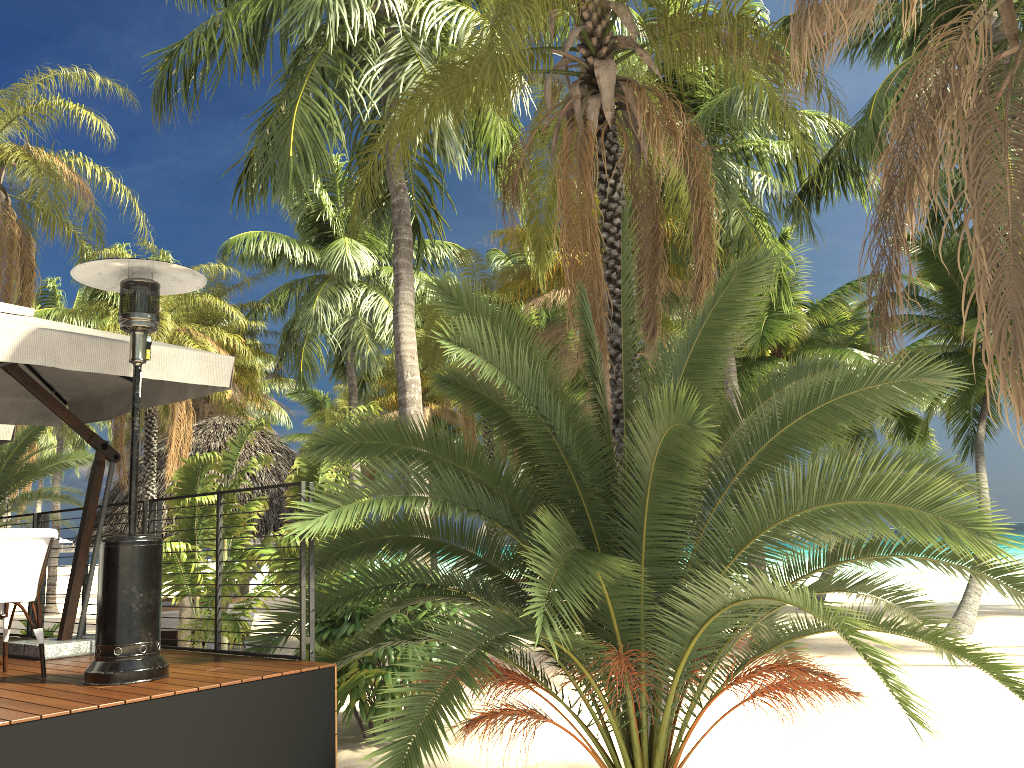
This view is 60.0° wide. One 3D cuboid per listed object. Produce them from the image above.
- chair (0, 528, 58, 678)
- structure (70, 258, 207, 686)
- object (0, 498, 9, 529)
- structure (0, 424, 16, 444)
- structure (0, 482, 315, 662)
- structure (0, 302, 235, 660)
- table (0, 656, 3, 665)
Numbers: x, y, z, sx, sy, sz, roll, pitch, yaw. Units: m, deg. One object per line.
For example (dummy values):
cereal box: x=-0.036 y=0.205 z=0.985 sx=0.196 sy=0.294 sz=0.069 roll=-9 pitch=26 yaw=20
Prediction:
chair: x=-2.824 y=1.188 z=4.764 sx=0.615 sy=0.791 sz=0.626 roll=-11 pitch=-13 yaw=39
structure: x=-2.018 y=0.428 z=4.735 sx=0.698 sy=2.200 sz=0.697 roll=-8 pitch=-12 yaw=26
object: x=-3.347 y=0.847 z=5.532 sx=0.263 sy=0.265 sz=0.262 roll=-2 pitch=-10 yaw=-6
structure: x=-6.076 y=1.044 z=7.628 sx=2.409 sy=2.341 sz=2.409 roll=-11 pitch=-13 yaw=38
structure: x=-11.297 y=2.985 z=13.116 sx=26.220 sy=1.157 sz=0.163 roll=-10 pitch=-13 yaw=38
structure: x=-3.474 y=0.567 z=5.539 sx=2.409 sy=2.341 sz=2.409 roll=-11 pitch=-13 yaw=38
table: x=-3.437 y=1.325 z=5.291 sx=0.930 sy=0.752 sz=0.930 roll=-11 pitch=-13 yaw=38
